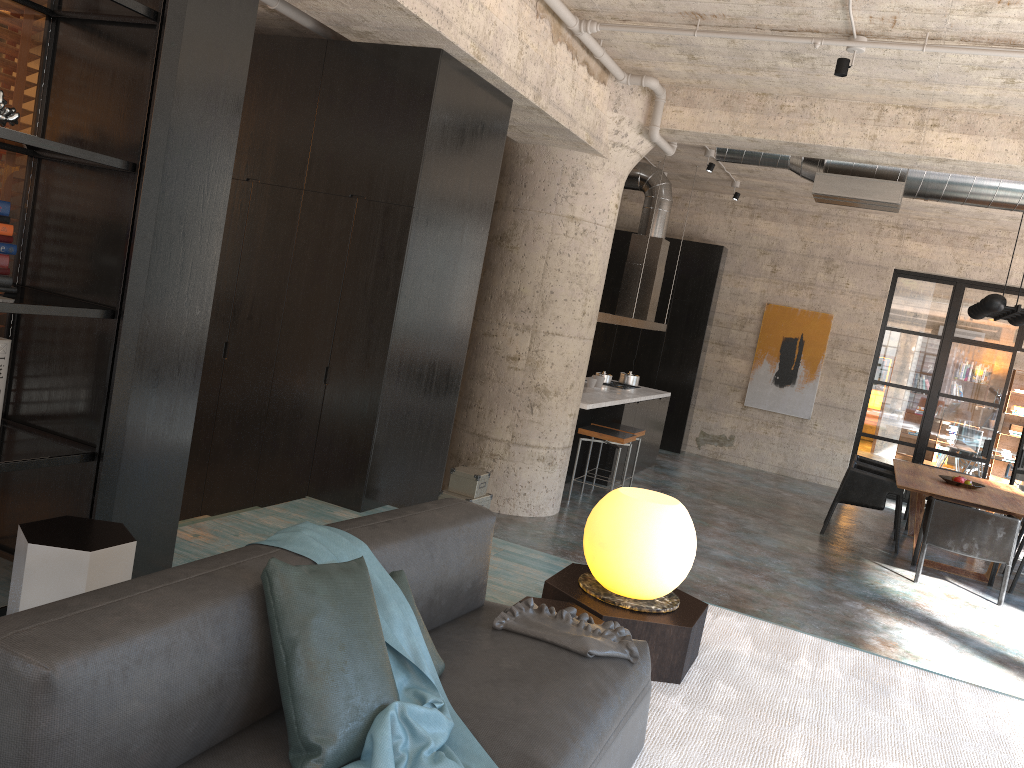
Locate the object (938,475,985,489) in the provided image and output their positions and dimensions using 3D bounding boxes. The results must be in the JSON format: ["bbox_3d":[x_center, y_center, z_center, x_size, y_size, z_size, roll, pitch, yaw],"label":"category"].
[{"bbox_3d":[4.556,0.989,8.986,0.435,0.079,0.435,7,7,-31],"label":"object"}]

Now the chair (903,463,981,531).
[{"bbox_3d":[5.026,1.377,10.336,0.707,0.738,0.754,13,6,22],"label":"chair"}]

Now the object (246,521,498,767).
[{"bbox_3d":[-0.349,0.626,1.996,0.444,0.438,0.985,6,8,-41],"label":"object"}]

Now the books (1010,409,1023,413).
[{"bbox_3d":[9.755,0.535,16.972,0.379,0.036,0.244,13,6,22],"label":"books"}]

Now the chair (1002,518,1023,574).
[{"bbox_3d":[5.412,1.599,8.889,0.754,0.738,0.707,14,6,27],"label":"chair"}]

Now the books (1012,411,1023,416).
[{"bbox_3d":[9.762,0.584,16.961,0.326,0.055,0.255,14,7,32],"label":"books"}]

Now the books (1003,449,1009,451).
[{"bbox_3d":[9.523,1.290,17.098,0.132,0.034,0.206,13,6,17],"label":"books"}]

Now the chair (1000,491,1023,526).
[{"bbox_3d":[5.697,1.577,9.628,0.754,0.738,0.707,13,6,22],"label":"chair"}]

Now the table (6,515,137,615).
[{"bbox_3d":[-1.430,0.645,2.876,0.316,0.340,0.365,6,7,-38],"label":"table"}]

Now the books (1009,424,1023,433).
[{"bbox_3d":[9.723,0.862,16.982,0.335,0.118,0.213,13,6,22],"label":"books"}]

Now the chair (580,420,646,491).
[{"bbox_3d":[1.014,0.772,8.990,0.450,0.698,0.450,13,6,22],"label":"chair"}]

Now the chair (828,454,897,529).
[{"bbox_3d":[3.974,1.224,9.879,0.754,0.738,0.707,13,6,22],"label":"chair"}]

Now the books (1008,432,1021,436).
[{"bbox_3d":[9.735,0.978,17.007,0.379,0.036,0.244,13,6,17],"label":"books"}]

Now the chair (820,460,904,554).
[{"bbox_3d":[3.685,1.238,9.205,0.754,0.738,0.707,13,6,22],"label":"chair"}]

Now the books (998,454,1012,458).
[{"bbox_3d":[9.513,1.385,17.111,0.171,0.019,0.236,12,6,10],"label":"books"}]

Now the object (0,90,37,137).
[{"bbox_3d":[-1.743,-0.915,2.852,0.323,0.177,0.322,13,6,22],"label":"object"}]

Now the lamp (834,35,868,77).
[{"bbox_3d":[1.990,-1.921,5.205,0.141,0.215,0.107,11,6,4],"label":"lamp"}]

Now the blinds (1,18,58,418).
[{"bbox_3d":[-2.470,-0.401,2.050,0.136,3.160,2.915,13,6,22],"label":"blinds"}]

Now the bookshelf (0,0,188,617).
[{"bbox_3d":[-2.110,-0.514,1.904,0.628,2.571,2.900,13,6,22],"label":"bookshelf"}]

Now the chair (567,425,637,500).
[{"bbox_3d":[0.851,0.794,8.471,0.450,0.698,0.450,13,6,22],"label":"chair"}]

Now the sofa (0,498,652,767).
[{"bbox_3d":[-0.353,0.755,2.087,1.019,0.680,2.063,13,6,22],"label":"sofa"}]

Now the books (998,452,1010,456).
[{"bbox_3d":[9.496,1.355,17.106,0.162,0.017,0.252,13,6,17],"label":"books"}]

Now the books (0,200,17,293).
[{"bbox_3d":[-1.867,-0.485,2.919,0.303,0.303,0.378,13,6,23],"label":"books"}]

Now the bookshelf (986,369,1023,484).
[{"bbox_3d":[9.246,0.742,17.165,3.034,2.179,0.366,13,6,22],"label":"bookshelf"}]

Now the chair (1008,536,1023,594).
[{"bbox_3d":[5.043,1.607,8.127,0.754,0.738,0.707,14,6,27],"label":"chair"}]

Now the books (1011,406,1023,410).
[{"bbox_3d":[9.773,0.485,16.943,0.379,0.036,0.244,12,6,15],"label":"books"}]

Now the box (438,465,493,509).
[{"bbox_3d":[-0.287,0.726,5.286,0.280,0.441,0.331,12,6,11],"label":"box"}]

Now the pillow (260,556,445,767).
[{"bbox_3d":[-0.302,0.575,1.979,0.320,0.393,0.670,14,7,28],"label":"pillow"}]

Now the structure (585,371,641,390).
[{"bbox_3d":[1.268,-0.088,10.921,0.506,0.187,0.833,13,6,22],"label":"structure"}]

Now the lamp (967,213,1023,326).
[{"bbox_3d":[5.027,-1.286,8.761,0.583,1.327,1.813,13,6,22],"label":"lamp"}]

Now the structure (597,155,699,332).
[{"bbox_3d":[1.308,-1.706,9.832,0.538,2.100,3.117,13,6,22],"label":"structure"}]

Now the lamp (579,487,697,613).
[{"bbox_3d":[0.523,0.662,3.659,0.462,0.417,0.462,6,7,-40],"label":"lamp"}]

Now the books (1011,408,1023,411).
[{"bbox_3d":[9.770,0.511,16.954,0.379,0.018,0.244,12,6,14],"label":"books"}]

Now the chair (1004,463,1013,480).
[{"bbox_3d":[7.711,1.438,13.346,0.653,1.015,0.684,13,6,21],"label":"chair"}]

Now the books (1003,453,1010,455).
[{"bbox_3d":[9.523,1.334,17.106,0.171,0.019,0.236,12,6,15],"label":"books"}]

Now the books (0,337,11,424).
[{"bbox_3d":[-1.874,0.006,2.965,0.277,0.362,0.191,13,6,17],"label":"books"}]

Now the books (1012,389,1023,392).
[{"bbox_3d":[9.701,0.124,16.926,0.236,0.019,0.171,12,6,15],"label":"books"}]

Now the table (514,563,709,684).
[{"bbox_3d":[0.395,0.981,3.533,0.616,0.230,1.044,13,6,22],"label":"table"}]

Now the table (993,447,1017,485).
[{"bbox_3d":[8.309,1.477,15.534,1.800,0.721,0.800,13,6,22],"label":"table"}]

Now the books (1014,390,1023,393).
[{"bbox_3d":[9.699,0.151,16.920,0.206,0.034,0.132,13,6,22],"label":"books"}]

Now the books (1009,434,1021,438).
[{"bbox_3d":[9.736,1.009,16.992,0.355,0.021,0.272,13,6,20],"label":"books"}]

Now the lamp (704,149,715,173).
[{"bbox_3d":[2.203,-2.486,9.886,0.145,0.236,0.107,11,6,5],"label":"lamp"}]

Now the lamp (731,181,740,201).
[{"bbox_3d":[2.927,-2.528,11.607,0.145,0.236,0.107,11,6,5],"label":"lamp"}]

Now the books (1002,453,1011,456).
[{"bbox_3d":[9.512,1.346,17.103,0.156,0.008,0.242,13,6,17],"label":"books"}]

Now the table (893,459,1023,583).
[{"bbox_3d":[4.508,1.401,9.048,1.299,0.756,2.410,13,6,22],"label":"table"}]

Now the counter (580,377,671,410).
[{"bbox_3d":[0.903,0.068,9.885,1.000,0.046,3.500,13,6,22],"label":"counter"}]

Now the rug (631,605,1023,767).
[{"bbox_3d":[0.505,1.426,0.502,2.954,0.032,7.768,13,6,22],"label":"rug"}]

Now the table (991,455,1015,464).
[{"bbox_3d":[7.779,1.563,13.715,1.800,0.721,0.800,13,6,22],"label":"table"}]

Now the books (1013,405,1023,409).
[{"bbox_3d":[9.784,0.457,16.959,0.355,0.021,0.272,13,6,20],"label":"books"}]

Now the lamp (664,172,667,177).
[{"bbox_3d":[2.041,-2.734,11.970,0.145,0.236,0.107,11,6,5],"label":"lamp"}]

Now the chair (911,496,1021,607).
[{"bbox_3d":[4.029,1.436,7.908,0.707,0.738,0.754,13,6,22],"label":"chair"}]

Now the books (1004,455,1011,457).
[{"bbox_3d":[9.507,1.370,17.105,0.156,0.008,0.242,13,6,17],"label":"books"}]

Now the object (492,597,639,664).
[{"bbox_3d":[0.186,0.789,2.749,0.433,0.185,0.429,13,6,18],"label":"object"}]

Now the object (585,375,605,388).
[{"bbox_3d":[0.925,-0.033,10.022,0.188,0.133,0.437,13,6,22],"label":"object"}]

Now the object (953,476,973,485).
[{"bbox_3d":[4.558,0.978,8.961,0.219,0.097,0.100,8,6,-24],"label":"object"}]

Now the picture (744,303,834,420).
[{"bbox_3d":[3.908,-0.325,12.549,0.928,1.494,0.029,13,6,22],"label":"picture"}]

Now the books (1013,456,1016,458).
[{"bbox_3d":[9.756,1.263,17.003,0.163,0.368,0.244,13,6,22],"label":"books"}]

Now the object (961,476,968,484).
[{"bbox_3d":[4.601,0.985,9.019,0.110,0.082,0.088,8,7,-28],"label":"object"}]

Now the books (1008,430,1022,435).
[{"bbox_3d":[9.715,0.940,16.977,0.379,0.036,0.244,13,6,20],"label":"books"}]
